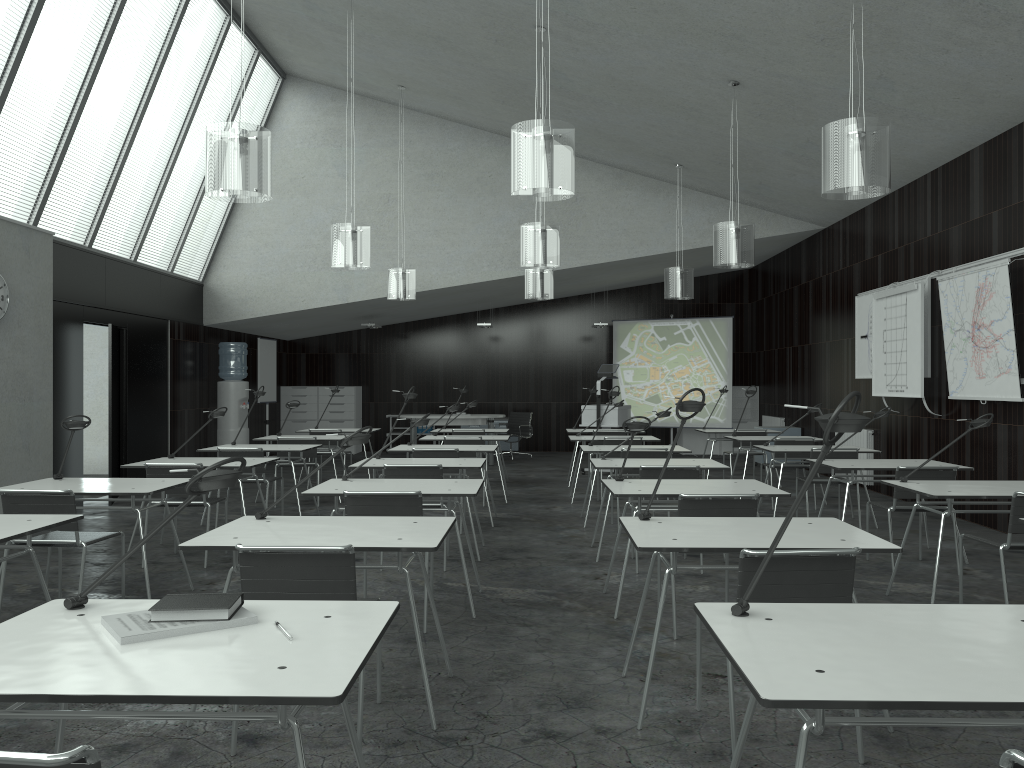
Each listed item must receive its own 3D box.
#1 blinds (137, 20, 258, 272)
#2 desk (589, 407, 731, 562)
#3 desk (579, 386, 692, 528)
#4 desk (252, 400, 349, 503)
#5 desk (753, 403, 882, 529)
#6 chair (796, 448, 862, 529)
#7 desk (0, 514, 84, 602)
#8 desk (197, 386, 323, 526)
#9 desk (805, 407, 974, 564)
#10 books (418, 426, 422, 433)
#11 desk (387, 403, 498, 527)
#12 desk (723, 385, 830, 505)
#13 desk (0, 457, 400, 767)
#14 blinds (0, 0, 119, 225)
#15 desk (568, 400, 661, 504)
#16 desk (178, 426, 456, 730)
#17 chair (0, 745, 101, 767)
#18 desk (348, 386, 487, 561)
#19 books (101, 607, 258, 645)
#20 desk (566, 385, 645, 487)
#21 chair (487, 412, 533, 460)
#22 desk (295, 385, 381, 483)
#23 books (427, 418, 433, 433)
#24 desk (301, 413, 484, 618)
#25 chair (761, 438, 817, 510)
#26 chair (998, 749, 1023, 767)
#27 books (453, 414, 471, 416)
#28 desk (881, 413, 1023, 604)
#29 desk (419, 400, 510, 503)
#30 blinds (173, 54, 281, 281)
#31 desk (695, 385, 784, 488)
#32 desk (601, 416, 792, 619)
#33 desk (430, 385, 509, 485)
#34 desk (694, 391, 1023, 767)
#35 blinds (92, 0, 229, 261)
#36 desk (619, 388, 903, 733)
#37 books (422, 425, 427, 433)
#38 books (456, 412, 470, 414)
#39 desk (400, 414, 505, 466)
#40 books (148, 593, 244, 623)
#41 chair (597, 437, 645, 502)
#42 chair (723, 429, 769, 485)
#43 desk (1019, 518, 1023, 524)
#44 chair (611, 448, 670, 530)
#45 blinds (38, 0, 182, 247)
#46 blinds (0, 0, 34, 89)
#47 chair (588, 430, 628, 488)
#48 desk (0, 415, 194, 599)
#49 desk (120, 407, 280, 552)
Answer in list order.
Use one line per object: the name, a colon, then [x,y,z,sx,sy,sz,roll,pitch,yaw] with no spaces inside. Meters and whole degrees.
blinds: [-3.616,-2.992,10.243,1.106,2.982,0.889,0,0,2]
desk: [1.018,0.761,6.265,0.900,1.153,0.700,0,0,2]
desk: [1.051,0.677,7.697,0.900,1.321,0.700,0,0,2]
desk: [-2.161,0.761,9.258,0.900,1.153,0.700,0,0,2]
desk: [2.617,0.761,7.676,0.900,1.153,0.700,0,0,2]
chair: [2.622,0.953,7.379,0.428,0.765,0.555,0,0,4]
desk: [-2.274,0.761,3.438,0.900,1.153,0.700,0,0,2]
desk: [-2.198,0.677,7.802,0.900,1.321,0.700,0,0,3]
desk: [2.614,0.761,6.212,0.900,1.153,0.700,0,0,1]
books: [-1.592,0.793,15.535,0.072,0.320,0.262,0,0,2]
desk: [-0.585,0.761,7.758,0.900,1.153,0.700,0,0,2]
desk: [2.706,0.677,9.129,0.900,1.321,0.700,0,0,0]
desk: [-0.744,0.761,1.936,0.900,1.153,0.700,0,0,2]
blinds: [-3.703,-2.976,7.280,1.094,2.949,0.889,0,0,2]
desk: [1.044,0.761,9.180,0.900,1.153,0.700,0,0,2]
desk: [-0.694,0.761,3.381,0.900,1.153,0.700,0,0,2]
chair: [-0.757,0.953,1.516,0.428,0.765,0.555,0,0,8]
desk: [-0.649,0.677,6.312,0.900,1.321,0.700,0,0,2]
books: [-0.772,0.608,2.059,0.297,0.021,0.210,0,0,-35]
desk: [1.107,0.677,10.626,0.900,1.321,0.700,0,0,2]
chair: [-0.025,0.925,14.346,0.560,0.825,0.587,0,0,41]
desk: [-2.086,0.677,10.732,0.900,1.321,0.700,0,0,2]
books: [-1.442,0.793,15.531,0.072,0.320,0.262,0,0,2]
desk: [-0.621,0.761,4.850,0.900,1.153,0.700,0,0,2]
chair: [2.706,0.953,8.708,0.428,0.765,0.555,0,0,0]
chair: [0.889,0.953,1.478,0.428,0.765,0.555,0,0,0]
books: [-0.757,0.511,13.311,0.210,0.021,0.297,0,0,-15]
desk: [2.563,0.761,4.760,0.900,1.153,0.700,0,0,2]
desk: [-0.481,0.761,9.239,0.900,1.153,0.700,0,0,2]
blinds: [-3.590,-2.992,11.232,1.106,2.982,0.889,0,0,2]
desk: [2.696,0.677,10.591,0.900,1.321,0.700,0,0,1]
desk: [0.966,0.761,4.826,0.900,1.153,0.700,0,0,0]
desk: [-0.495,0.677,10.659,0.900,1.321,0.700,0,0,3]
desk: [0.900,0.677,1.899,0.900,1.321,0.700,0,0,2]
blinds: [-3.649,-2.976,9.255,1.094,2.949,0.889,0,0,2]
desk: [0.886,0.677,3.357,0.900,1.321,0.700,0,0,2]
books: [-1.517,0.793,15.533,0.072,0.320,0.262,0,0,2]
books: [-0.736,0.485,13.270,0.164,0.032,0.183,0,0,15]
desk: [-0.891,0.929,13.239,1.600,0.818,0.910,0,0,-3]
books: [-0.741,0.583,2.093,0.183,0.032,0.164,0,0,-5]
chair: [1.077,0.953,8.871,0.428,0.765,0.555,0,0,-2]
chair: [2.705,0.953,10.294,0.428,0.765,0.555,0,0,0]
desk: [2.542,0.761,3.327,0.900,1.153,0.700,0,0,0]
chair: [1.055,0.953,7.356,0.428,0.765,0.555,0,0,-3]
blinds: [-3.676,-2.976,8.268,1.094,2.949,0.889,0,0,2]
blinds: [-3.730,-2.976,6.290,1.094,2.949,0.889,0,0,2]
chair: [1.096,0.953,10.206,0.428,0.765,0.555,0,0,-1]
desk: [-2.302,0.761,4.900,0.900,1.153,0.700,0,0,2]
desk: [-2.207,0.761,6.359,0.900,1.153,0.700,0,0,2]
